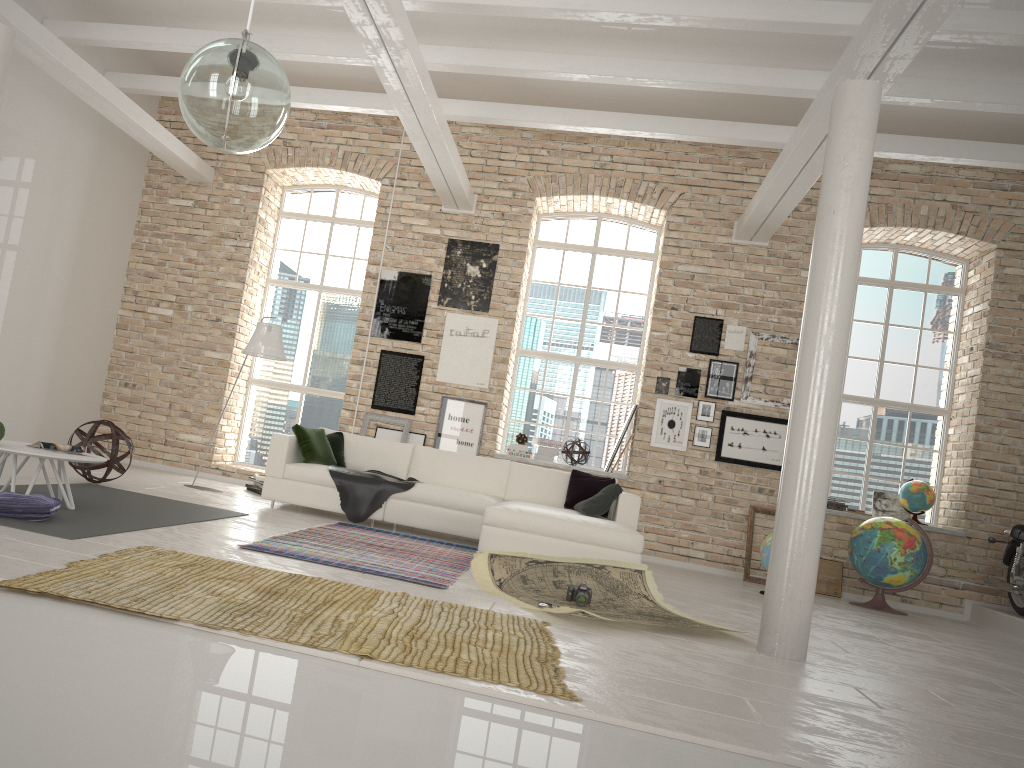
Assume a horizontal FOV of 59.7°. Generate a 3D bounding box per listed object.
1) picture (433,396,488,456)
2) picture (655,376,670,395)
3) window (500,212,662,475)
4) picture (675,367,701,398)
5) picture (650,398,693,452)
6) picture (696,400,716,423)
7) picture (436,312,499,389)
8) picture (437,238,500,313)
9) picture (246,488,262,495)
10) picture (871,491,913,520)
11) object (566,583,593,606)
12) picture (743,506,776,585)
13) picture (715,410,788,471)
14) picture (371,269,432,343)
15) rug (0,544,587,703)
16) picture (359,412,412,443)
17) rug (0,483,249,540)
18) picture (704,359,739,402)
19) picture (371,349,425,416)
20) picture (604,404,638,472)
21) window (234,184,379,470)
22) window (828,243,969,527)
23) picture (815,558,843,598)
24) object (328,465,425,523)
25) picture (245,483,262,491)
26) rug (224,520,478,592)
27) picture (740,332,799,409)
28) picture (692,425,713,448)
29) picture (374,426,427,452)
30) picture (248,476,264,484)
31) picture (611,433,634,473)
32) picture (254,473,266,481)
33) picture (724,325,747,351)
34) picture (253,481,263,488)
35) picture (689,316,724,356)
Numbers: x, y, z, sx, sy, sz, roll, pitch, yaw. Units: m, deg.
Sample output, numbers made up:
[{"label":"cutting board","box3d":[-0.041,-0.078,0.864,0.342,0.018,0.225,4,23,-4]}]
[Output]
[{"label":"picture","box3d":[-0.585,0.539,9.834,0.534,0.755,0.012,8,-4,12]},{"label":"picture","box3d":[1.595,0.017,9.440,0.139,0.178,0.008,8,-4,17]},{"label":"window","box3d":[0.390,-1.103,4.876,1.461,2.984,11.189,9,-5,5]},{"label":"picture","box3d":[1.854,-0.016,9.389,0.236,0.306,0.014,8,-4,12]},{"label":"picture","box3d":[1.677,0.428,9.376,0.376,0.513,0.013,8,-4,12]},{"label":"picture","box3d":[2.029,0.287,9.323,0.181,0.212,0.011,8,-4,12]},{"label":"picture","box3d":[-0.497,-0.374,9.911,0.607,0.783,0.035,8,-4,12]},{"label":"picture","box3d":[-0.488,-1.221,10.017,0.605,0.782,0.035,8,-4,12]},{"label":"picture","box3d":[-2.414,1.209,9.654,0.741,0.048,0.622,13,-6,-30]},{"label":"picture","box3d":[4.033,1.310,9.452,0.404,0.292,0.066,8,-4,12]},{"label":"object","box3d":[0.403,1.246,5.301,0.153,0.124,0.165,9,-5,9]},{"label":"picture","box3d":[2.623,1.641,8.953,0.520,0.747,0.216,8,-4,11]},{"label":"picture","box3d":[2.498,0.586,9.187,0.734,0.534,0.030,8,-4,13]},{"label":"picture","box3d":[-1.256,-0.887,10.129,0.608,0.784,0.035,8,-4,12]},{"label":"rug","box3d":[-0.862,0.959,3.880,2.232,0.021,1.518,9,-5,4]},{"label":"picture","box3d":[-1.442,0.632,9.872,0.560,0.581,0.276,8,-4,11]},{"label":"rug","box3d":[-2.886,0.809,5.971,1.469,0.041,2.663,9,-5,5]},{"label":"picture","box3d":[2.192,-0.041,9.315,0.300,0.409,0.010,8,-4,12]},{"label":"picture","box3d":[-1.285,-0.018,10.057,0.526,0.680,0.063,8,-4,12]},{"label":"picture","box3d":[1.191,0.606,9.767,0.251,0.763,0.575,9,-4,6]},{"label":"window","box3d":[-2.865,-1.256,5.567,1.461,3.650,11.189,9,-5,5]},{"label":"window","box3d":[3.562,-0.626,4.168,1.461,2.984,11.189,9,-5,5]},{"label":"picture","box3d":[3.149,1.930,8.892,0.275,0.350,0.093,8,-4,12]},{"label":"object","box3d":[-1.279,1.034,8.179,0.916,0.463,0.760,9,-5,8]},{"label":"picture","box3d":[-2.414,1.174,9.691,0.628,0.048,0.731,5,-7,45]},{"label":"rug","box3d":[-0.948,1.180,6.368,1.438,0.008,2.630,9,-5,5]},{"label":"picture","box3d":[2.728,-0.133,9.213,0.621,0.748,0.024,8,-4,13]},{"label":"picture","box3d":[1.987,0.551,9.304,0.181,0.212,0.011,8,-4,12]},{"label":"picture","box3d":[-1.284,0.792,9.889,0.592,0.568,0.143,8,-4,12]},{"label":"picture","box3d":[-2.394,1.099,9.680,0.737,0.048,0.624,13,-6,-32]},{"label":"picture","box3d":[1.186,0.750,9.597,0.177,0.460,0.355,9,-4,6]},{"label":"picture","box3d":[-2.390,1.060,9.656,0.763,0.048,0.604,11,-5,-13]},{"label":"picture","box3d":[2.338,-0.483,9.339,0.200,0.258,0.012,8,-4,12]},{"label":"picture","box3d":[-2.374,1.141,9.667,0.751,0.048,0.613,12,-5,-20]},{"label":"picture","box3d":[2.051,-0.507,9.397,0.304,0.393,0.018,8,-4,12]}]
